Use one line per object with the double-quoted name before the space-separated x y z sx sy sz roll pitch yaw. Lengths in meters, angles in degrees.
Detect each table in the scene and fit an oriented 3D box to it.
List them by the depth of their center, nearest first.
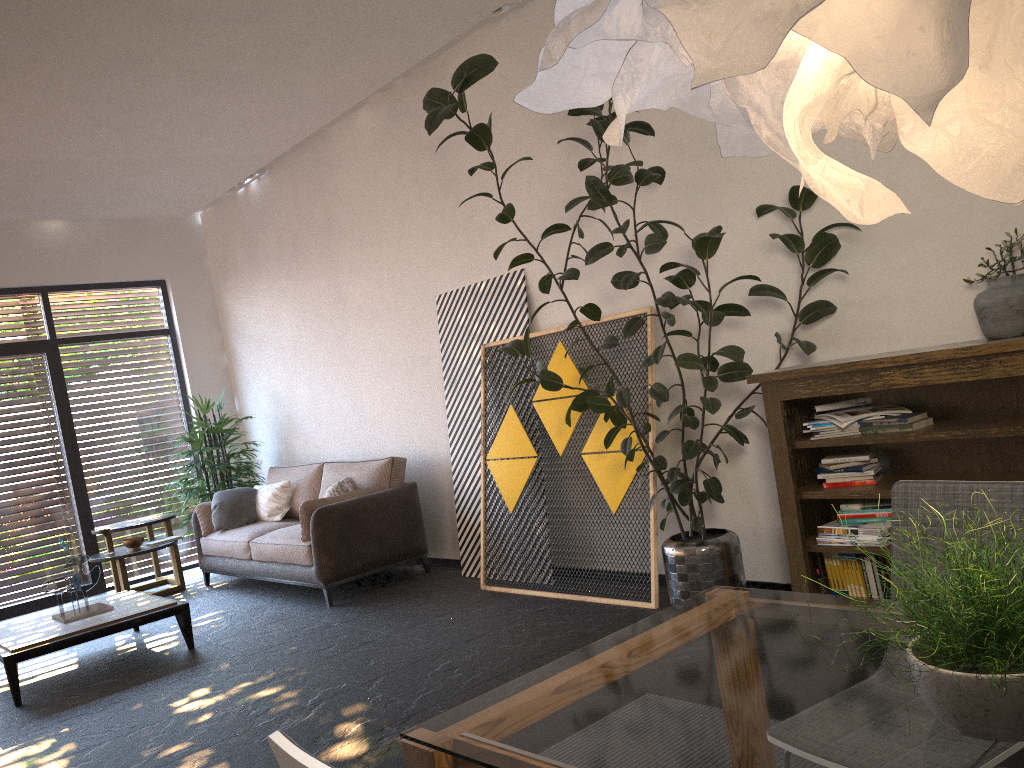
"table" 0.803 0.845 1.319 0.992 0.716 1.806 -11 1 -41
"table" -2.759 1.637 5.659 1.043 0.308 1.119 -10 1 -41

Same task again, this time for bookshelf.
"bookshelf" 1.948 0.410 3.470 0.448 1.175 1.925 -12 3 -41

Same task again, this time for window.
"window" -5.064 0.663 7.669 4.915 3.036 0.461 -11 3 -41

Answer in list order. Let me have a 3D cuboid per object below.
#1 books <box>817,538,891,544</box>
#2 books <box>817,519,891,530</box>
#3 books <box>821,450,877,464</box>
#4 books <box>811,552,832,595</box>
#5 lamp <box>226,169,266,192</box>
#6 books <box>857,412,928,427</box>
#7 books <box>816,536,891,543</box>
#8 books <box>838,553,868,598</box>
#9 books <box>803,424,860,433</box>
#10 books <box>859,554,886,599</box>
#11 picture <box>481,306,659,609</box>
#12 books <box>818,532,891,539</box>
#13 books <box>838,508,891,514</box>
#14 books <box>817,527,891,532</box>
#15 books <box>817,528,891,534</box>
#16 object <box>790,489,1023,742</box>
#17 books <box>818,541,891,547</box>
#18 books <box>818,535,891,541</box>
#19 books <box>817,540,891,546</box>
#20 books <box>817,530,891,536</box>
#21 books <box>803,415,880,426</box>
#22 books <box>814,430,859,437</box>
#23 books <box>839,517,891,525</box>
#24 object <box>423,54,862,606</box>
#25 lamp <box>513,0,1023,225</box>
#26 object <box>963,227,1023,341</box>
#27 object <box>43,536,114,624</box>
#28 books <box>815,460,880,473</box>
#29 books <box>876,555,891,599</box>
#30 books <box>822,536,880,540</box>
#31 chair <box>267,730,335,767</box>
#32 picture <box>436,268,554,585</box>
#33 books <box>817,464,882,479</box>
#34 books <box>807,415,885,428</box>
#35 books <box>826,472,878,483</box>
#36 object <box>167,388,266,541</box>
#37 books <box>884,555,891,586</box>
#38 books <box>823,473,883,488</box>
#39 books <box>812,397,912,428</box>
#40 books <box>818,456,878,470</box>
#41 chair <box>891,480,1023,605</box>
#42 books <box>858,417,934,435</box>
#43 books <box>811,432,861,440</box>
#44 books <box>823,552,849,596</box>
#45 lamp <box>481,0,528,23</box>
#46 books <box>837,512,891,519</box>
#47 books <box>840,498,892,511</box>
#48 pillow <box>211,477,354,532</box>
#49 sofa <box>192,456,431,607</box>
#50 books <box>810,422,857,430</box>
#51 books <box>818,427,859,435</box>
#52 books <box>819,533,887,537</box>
"books" 1.546 0.674 3.922 0.217 0.008 0.305 -10 0 -36
"books" 1.547 0.613 3.915 0.217 0.013 0.306 -10 0 -36
"books" 1.521 0.331 3.998 0.206 0.020 0.154 -9 0 34
"books" 1.497 0.863 4.161 0.170 0.241 0.085 -12 4 -41
"lamp" -2.500 -1.864 8.050 0.252 0.066 0.647 -10 0 -41
"books" 1.629 0.152 3.792 0.165 0.024 0.228 -10 0 -37
"books" 1.543 0.667 3.922 0.217 0.013 0.306 -10 0 -36
"books" 1.596 0.851 4.046 0.170 0.236 0.108 -12 3 -41
"books" 1.497 0.181 3.976 0.319 0.011 0.251 -9 0 31
"books" 1.649 0.841 3.976 0.166 0.242 0.099 -12 4 -41
"picture" 0.288 0.467 5.359 0.384 1.610 1.502 -12 3 -41
"books" 1.552 0.648 3.918 0.217 0.006 0.305 -10 0 -36
"books" 1.612 0.546 3.951 0.256 0.014 0.191 -9 0 37
"books" 1.548 0.622 3.917 0.217 0.008 0.305 -10 0 -36
"books" 1.546 0.630 3.915 0.217 0.008 0.305 -10 0 -37
"object" 0.719 0.327 1.307 0.670 0.368 0.528 -9 2 44
"books" 1.549 0.689 3.923 0.217 0.008 0.305 -10 0 -41
"books" 1.547 0.660 3.925 0.217 0.008 0.289 -10 0 -35
"books" 1.546 0.682 3.924 0.217 0.007 0.306 -10 0 -36
"books" 1.545 0.637 3.914 0.217 0.008 0.305 -10 0 -37
"books" 1.492 0.149 3.989 0.319 0.011 0.251 -10 0 26
"books" 1.518 0.199 3.958 0.319 0.011 0.251 -10 0 19
"books" 1.603 0.591 3.947 0.250 0.023 0.174 -9 0 30
"object" 0.656 -0.400 4.332 2.018 3.209 0.902 -8 3 27
"lamp" 0.173 -2.796 1.112 1.112 5.227 1.063 -11 4 -30
"object" 1.902 -0.386 3.424 0.276 0.413 0.383 -8 2 27
"object" -1.055 -1.065 1.825 0.364 4.486 8.927 -12 2 -29
"books" 1.517 0.376 4.008 0.162 0.023 0.232 -10 0 -40
"books" 1.690 0.833 3.936 0.170 0.241 0.055 -12 4 -41
"books" 1.547 0.655 3.925 0.217 0.008 0.289 -10 0 -35
"chair" 0.092 0.863 1.234 0.598 0.922 0.476 -12 3 -38
"picture" -0.141 0.322 6.010 0.206 2.025 0.961 -12 4 -41
"books" 1.528 0.396 4.005 0.244 0.019 0.173 -9 0 34
"books" 1.498 0.159 3.982 0.319 0.011 0.251 -10 0 21
"books" 1.535 0.416 4.002 0.206 0.022 0.154 -9 0 29
"object" -2.806 0.915 8.444 0.915 1.728 0.974 -9 3 14
"books" 1.726 0.836 3.896 0.170 0.225 0.083 -12 4 -41
"books" 1.543 0.436 4.008 0.225 0.021 0.158 -9 0 34
"books" 1.548 0.126 3.933 0.322 0.109 0.272 -10 1 -6
"books" 1.518 0.353 4.001 0.221 0.023 0.147 -10 0 0
"chair" 0.920 0.719 1.940 0.599 0.922 0.476 -11 3 -31
"books" 1.643 0.179 3.791 0.178 0.034 0.244 -10 0 -38
"books" 1.510 0.211 3.961 0.319 0.011 0.251 -10 0 23
"books" 1.543 0.861 4.108 0.170 0.235 0.101 -12 3 -41
"lamp" -0.002 -2.275 5.131 0.252 0.066 0.647 -10 0 -41
"books" 1.599 0.568 3.946 0.250 0.023 0.174 -9 0 35
"books" 1.609 0.526 3.952 0.246 0.028 0.192 -9 0 29
"pillow" -1.862 0.980 7.149 0.615 0.344 1.899 -10 1 -41
"sofa" -1.712 1.143 7.214 0.988 0.922 2.329 -11 1 -41
"books" 1.506 0.168 3.965 0.319 0.011 0.251 -10 0 21
"books" 1.533 0.185 3.950 0.319 0.011 0.251 -10 0 16
"books" 1.546 0.644 3.918 0.217 0.008 0.289 -10 0 -37
